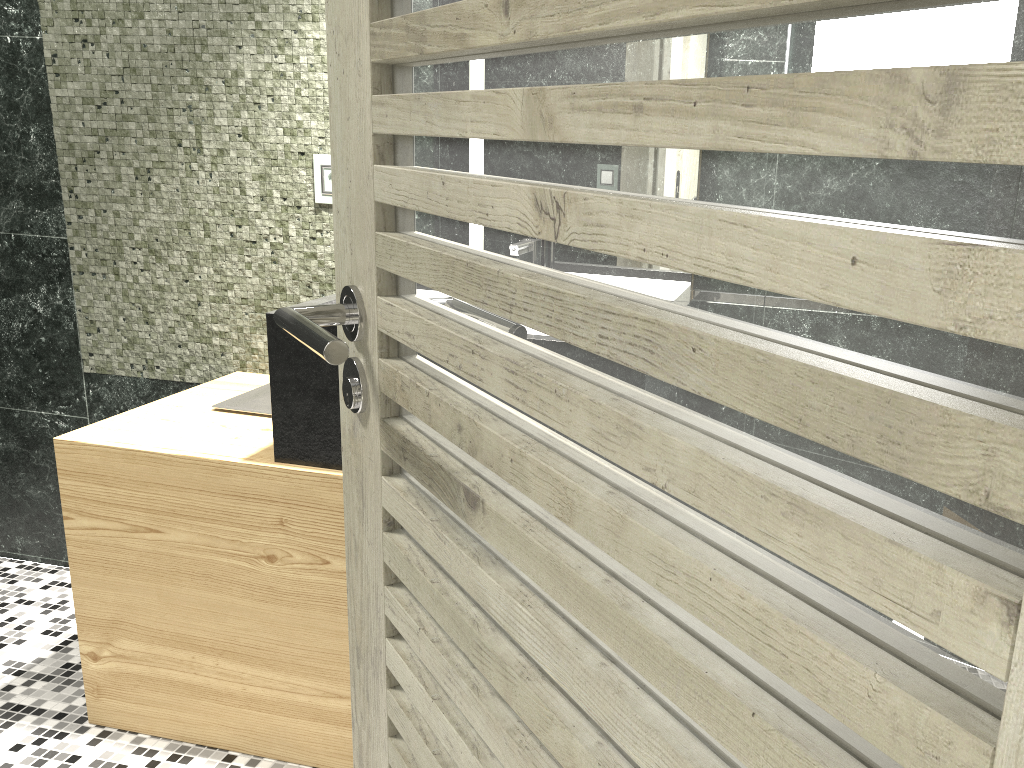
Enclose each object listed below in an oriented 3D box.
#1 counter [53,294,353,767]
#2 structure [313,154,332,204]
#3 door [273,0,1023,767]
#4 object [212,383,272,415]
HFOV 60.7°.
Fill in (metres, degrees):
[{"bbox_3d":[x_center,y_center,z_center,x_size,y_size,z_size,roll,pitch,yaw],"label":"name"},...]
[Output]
[{"bbox_3d":[-0.280,0.303,2.171,1.288,1.048,0.664,6,15,12],"label":"counter"},{"bbox_3d":[-0.471,-0.544,2.329,0.120,0.128,0.017,5,15,11],"label":"structure"},{"bbox_3d":[-0.203,0.003,0.532,1.515,2.507,1.041,1,15,-3],"label":"door"},{"bbox_3d":[-0.547,0.039,2.291,0.306,0.011,0.328,7,16,15],"label":"object"}]
